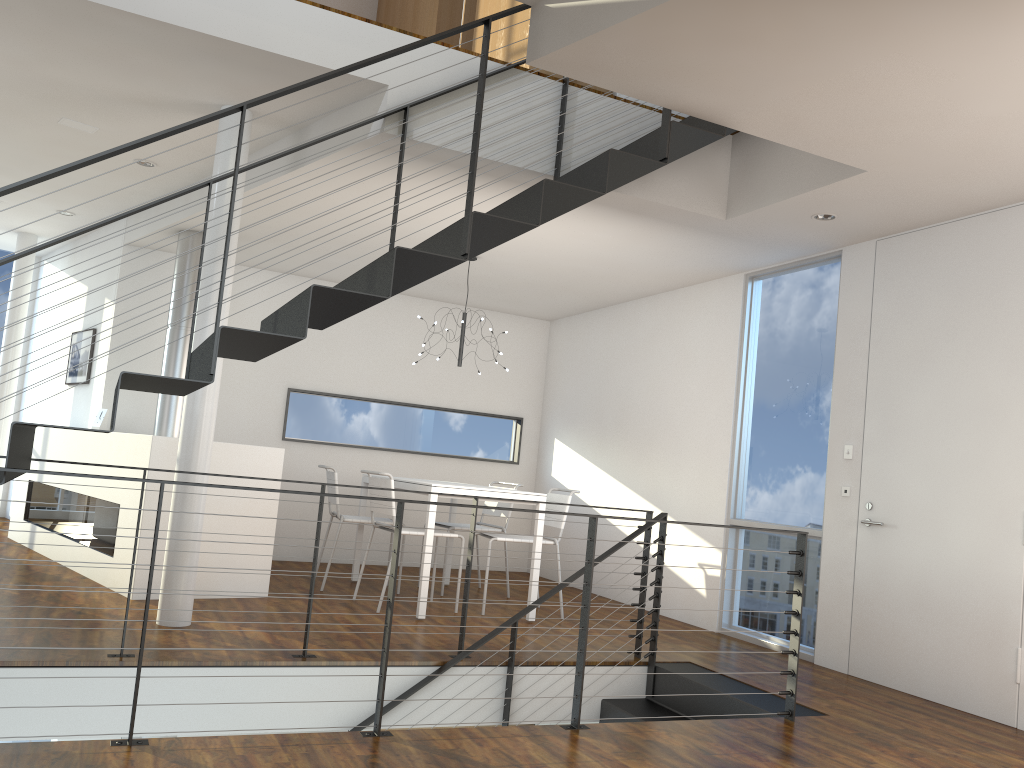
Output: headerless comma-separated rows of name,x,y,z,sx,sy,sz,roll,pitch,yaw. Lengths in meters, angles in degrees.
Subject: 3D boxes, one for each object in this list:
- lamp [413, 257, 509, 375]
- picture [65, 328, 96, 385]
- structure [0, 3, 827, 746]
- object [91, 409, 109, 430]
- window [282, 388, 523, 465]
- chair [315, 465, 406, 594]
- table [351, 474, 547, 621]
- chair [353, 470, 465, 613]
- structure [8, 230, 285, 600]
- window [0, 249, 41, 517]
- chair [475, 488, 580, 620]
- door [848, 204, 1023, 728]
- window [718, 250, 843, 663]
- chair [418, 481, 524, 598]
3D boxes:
lamp,-0.300,-0.462,5.718,0.619,0.724,0.591,6,-5,-3
picture,-3.314,-0.204,6.804,0.020,0.414,0.575,9,-7,-40
structure,-0.693,0.601,3.135,4.367,6.284,1.095,8,-5,-25
object,-2.713,0.237,5.851,0.100,0.151,0.061,2,-6,36
window,-0.867,0.367,7.315,2.027,0.407,0.165,8,-5,-24
chair,-0.998,0.932,5.736,0.556,0.763,0.428,7,-5,-19
table,-0.445,0.979,5.537,0.701,0.718,1.401,8,-6,-24
chair,-0.606,0.911,5.161,0.556,0.763,0.428,8,-5,-28
structure,-2.458,0.087,5.882,0.752,2.201,2.750,9,-7,-41
window,-5.628,-1.790,7.169,3.422,5.623,0.090,10,-6,-41
chair,0.066,1.000,5.401,0.556,0.763,0.428,7,-5,-18
door,1.930,0.324,4.045,0.077,2.181,0.882,8,-5,-24
window,1.565,0.397,5.054,0.115,2.208,0.836,8,-5,-24
chair,-0.276,1.034,6.046,0.556,0.763,0.428,8,-6,-30
